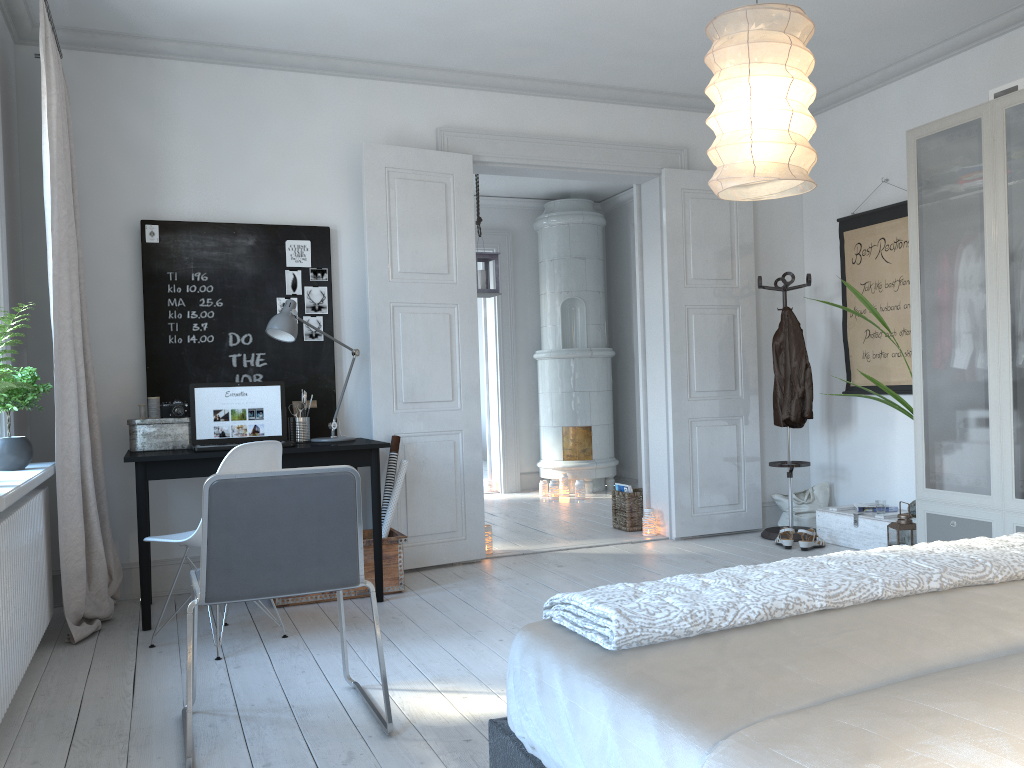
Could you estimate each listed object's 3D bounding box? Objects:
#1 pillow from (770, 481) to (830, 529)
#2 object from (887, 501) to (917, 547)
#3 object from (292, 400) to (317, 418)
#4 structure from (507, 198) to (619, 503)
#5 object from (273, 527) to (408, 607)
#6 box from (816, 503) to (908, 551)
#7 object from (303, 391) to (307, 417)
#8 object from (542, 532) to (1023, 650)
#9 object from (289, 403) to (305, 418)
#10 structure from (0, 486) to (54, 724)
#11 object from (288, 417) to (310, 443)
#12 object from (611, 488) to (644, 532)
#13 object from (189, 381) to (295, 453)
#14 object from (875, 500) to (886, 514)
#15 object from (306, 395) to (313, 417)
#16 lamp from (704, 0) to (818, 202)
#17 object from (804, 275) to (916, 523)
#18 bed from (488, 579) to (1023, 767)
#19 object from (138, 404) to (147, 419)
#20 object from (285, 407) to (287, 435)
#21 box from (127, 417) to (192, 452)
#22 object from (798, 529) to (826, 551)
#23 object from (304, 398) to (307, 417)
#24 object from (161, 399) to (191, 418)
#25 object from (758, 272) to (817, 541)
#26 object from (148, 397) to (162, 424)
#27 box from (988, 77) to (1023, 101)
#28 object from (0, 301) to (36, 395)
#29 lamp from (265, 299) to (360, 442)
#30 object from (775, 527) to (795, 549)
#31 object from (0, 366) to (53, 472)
[{"bbox_3d":[1.922,0.806,5.871,0.317,0.314,0.273,-2,0,-21],"label":"pillow"},{"bbox_3d":[2.013,0.781,4.540,0.132,0.352,0.137,-2,1,1],"label":"object"},{"bbox_3d":[-1.070,0.192,4.614,0.138,0.209,0.034,-2,1,-42],"label":"object"},{"bbox_3d":[0.506,-0.308,8.255,0.800,2.828,1.247,-2,1,23],"label":"structure"},{"bbox_3d":[-0.883,0.908,4.428,0.664,0.282,0.339,-2,0,-22],"label":"object"},{"bbox_3d":[2.142,0.843,5.208,0.376,0.218,0.641,-2,0,-22],"label":"box"},{"bbox_3d":[-1.075,0.164,4.571,0.012,0.264,0.062,-2,1,20],"label":"object"},{"bbox_3d":[0.784,0.419,1.943,1.460,0.104,0.405,-2,0,-22],"label":"object"},{"bbox_3d":[-1.107,0.196,4.553,0.081,0.198,0.050,-2,1,3],"label":"object"},{"bbox_3d":[-1.771,0.693,3.049,0.195,0.547,1.506,-2,0,-22],"label":"structure"},{"bbox_3d":[-1.091,0.235,4.548,0.108,0.128,0.108,-2,0,-7],"label":"object"},{"bbox_3d":[0.864,0.868,6.153,0.270,0.265,0.224,-2,0,-22],"label":"object"},{"bbox_3d":[-1.274,0.147,4.179,0.445,0.315,0.325,-2,0,-22],"label":"object"},{"bbox_3d":[2.115,0.711,5.084,0.060,0.081,0.060,-2,0,33],"label":"object"},{"bbox_3d":[-1.056,0.176,4.562,0.084,0.240,0.009,-3,1,-45],"label":"object"},{"bbox_3d":[0.771,-1.218,2.791,0.338,1.231,0.340,-2,1,9],"label":"lamp"},{"bbox_3d":[2.105,0.174,4.726,1.044,1.554,0.288,-2,1,8],"label":"object"},{"bbox_3d":[1.090,0.443,1.157,1.888,1.047,2.176,-2,0,-22],"label":"bed"},{"bbox_3d":[-1.791,0.134,4.296,0.040,0.069,0.040,-2,1,-34],"label":"object"},{"bbox_3d":[-1.202,0.215,4.581,0.079,0.188,0.079,-2,1,-43],"label":"object"},{"bbox_3d":[-1.689,0.241,4.292,0.317,0.152,0.193,-2,0,-22],"label":"box"},{"bbox_3d":[1.773,0.903,5.228,0.099,0.126,0.272,-2,0,41],"label":"object"},{"bbox_3d":[-1.068,0.186,4.563,0.009,0.222,0.082,-2,1,8],"label":"object"},{"bbox_3d":[-1.603,0.118,4.227,0.137,0.087,0.073,-2,0,-22],"label":"object"},{"bbox_3d":[1.746,0.139,5.612,0.374,1.659,0.374,-2,1,-14],"label":"object"},{"bbox_3d":[-1.716,0.127,4.255,0.056,0.130,0.167,-2,0,-23],"label":"object"},{"bbox_3d":[2.308,-1.289,3.999,0.223,0.107,0.180,-2,0,-22],"label":"box"},{"bbox_3d":[-1.640,0.032,2.675,0.414,0.565,0.305,-2,1,12],"label":"object"},{"bbox_3d":[-0.996,-0.061,4.514,0.230,0.716,0.616,-1,1,39],"label":"lamp"},{"bbox_3d":[1.637,0.908,5.325,0.099,0.126,0.272,-2,0,11],"label":"object"},{"bbox_3d":[-1.910,0.123,3.342,0.272,0.407,0.309,-2,0,28],"label":"object"}]
